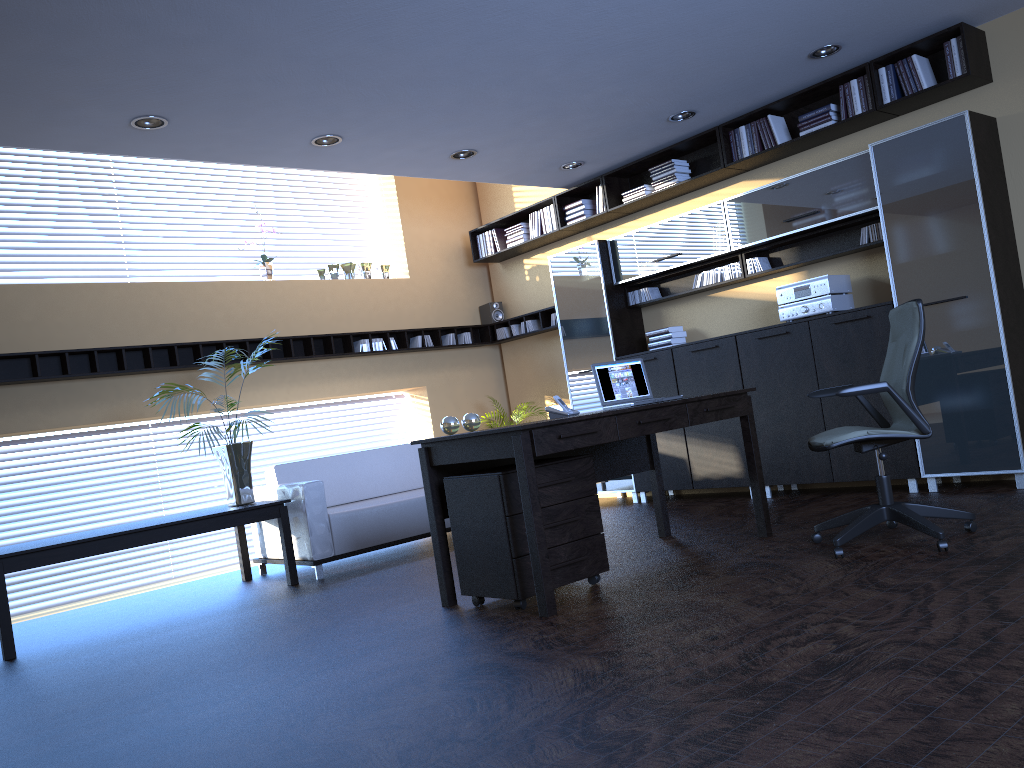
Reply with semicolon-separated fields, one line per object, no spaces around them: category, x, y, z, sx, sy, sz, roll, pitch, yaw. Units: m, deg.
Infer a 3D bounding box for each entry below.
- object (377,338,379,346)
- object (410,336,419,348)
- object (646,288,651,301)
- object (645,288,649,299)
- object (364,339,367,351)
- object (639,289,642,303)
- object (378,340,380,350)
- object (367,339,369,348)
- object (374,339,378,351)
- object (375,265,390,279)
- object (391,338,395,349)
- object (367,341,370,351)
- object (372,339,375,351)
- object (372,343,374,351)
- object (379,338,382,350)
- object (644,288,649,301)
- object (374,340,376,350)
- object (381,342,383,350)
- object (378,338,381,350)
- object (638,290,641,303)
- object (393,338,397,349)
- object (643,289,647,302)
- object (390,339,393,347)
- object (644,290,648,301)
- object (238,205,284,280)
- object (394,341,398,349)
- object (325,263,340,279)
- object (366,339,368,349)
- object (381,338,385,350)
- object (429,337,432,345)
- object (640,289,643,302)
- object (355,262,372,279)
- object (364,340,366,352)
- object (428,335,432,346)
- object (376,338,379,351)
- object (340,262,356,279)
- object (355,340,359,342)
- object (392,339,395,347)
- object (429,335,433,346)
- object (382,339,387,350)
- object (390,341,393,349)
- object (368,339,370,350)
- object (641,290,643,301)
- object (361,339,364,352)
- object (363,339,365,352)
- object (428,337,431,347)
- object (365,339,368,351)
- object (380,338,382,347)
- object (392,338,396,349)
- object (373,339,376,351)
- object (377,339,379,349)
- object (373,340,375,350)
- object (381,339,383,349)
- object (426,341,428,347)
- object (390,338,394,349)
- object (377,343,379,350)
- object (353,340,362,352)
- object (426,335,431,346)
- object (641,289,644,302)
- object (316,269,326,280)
object;-1.352;-0.379;8.747;0.009;0.120;0.142;-8;-2;-41
object;-1.000;-0.420;9.056;0.040;0.118;0.142;-8;-2;-41
object;1.271;-0.813;7.993;0.142;0.120;0.030;-7;-1;-41
object;1.269;-0.812;8.005;0.142;0.120;0.030;-7;-1;-41
object;-1.463;-0.365;8.650;0.009;0.120;0.142;-8;-2;-41
object;1.213;-0.801;8.064;0.142;0.120;0.009;-7;-1;-41
object;-1.351;-0.379;8.746;0.006;0.118;0.140;-8;-2;-41
object;-1.442;-0.368;8.671;0.006;0.118;0.140;-8;-2;-41
object;-1.374;-0.376;8.725;0.009;0.120;0.142;-8;-2;-41
object;-1.323;-1.142;9.137;0.124;0.149;0.118;-8;-2;-41
object;-1.227;-0.393;8.860;0.030;0.120;0.142;-8;-2;-41
object;-1.442;-0.367;8.673;0.009;0.120;0.142;-8;-2;-41
object;-1.400;-0.373;8.707;0.009;0.120;0.142;-8;-2;-41
object;-1.408;-0.372;8.702;0.009;0.120;0.142;-8;-2;-41
object;-1.336;-0.381;8.759;0.009;0.120;0.142;-8;-2;-41
object;1.259;-0.810;8.011;0.142;0.120;0.030;-7;-1;-41
object;-1.385;-0.374;8.722;0.006;0.118;0.140;-8;-2;-41
object;-1.326;-0.381;8.779;0.009;0.120;0.142;-8;-2;-41
object;-1.345;-0.379;8.754;0.009;0.120;0.142;-8;-2;-41
object;1.208;-0.800;8.074;0.142;0.120;0.009;-7;-1;-41
object;-1.207;-0.395;8.876;0.040;0.118;0.142;-8;-2;-41
object;1.241;-0.807;8.036;0.142;0.120;0.009;-7;-1;-41
object;-1.238;-0.392;8.842;0.026;0.117;0.140;-8;-2;-41
object;1.252;-0.809;8.017;0.140;0.117;0.026;-7;-1;-41
object;-2.307;-1.298;8.320;0.352;0.695;0.436;-9;-1;28
object;-1.206;-0.395;8.875;0.036;0.116;0.140;-8;-2;-41
object;-1.762;-1.094;8.752;0.132;0.159;0.126;-8;-1;-21
object;-1.452;-0.366;8.669;0.009;0.120;0.142;-8;-2;-42
object;-1.307;-0.382;8.793;0.041;0.122;0.142;-8;-2;-41
object;-0.883;-0.435;9.153;0.026;0.117;0.140;-8;-2;-41
object;1.219;-0.803;8.057;0.142;0.120;0.009;-7;-1;-41
object;-1.496;-1.133;8.987;0.137;0.173;0.144;-10;-2;39
object;-1.470;-0.364;8.643;0.009;0.120;0.142;-8;-2;-41
object;-0.886;-0.434;9.156;0.030;0.120;0.142;-8;-2;-41
object;-1.365;-0.377;8.730;0.009;0.120;0.142;-8;-2;-41
object;-1.631;-1.117;8.873;0.137;0.173;0.144;-9;-1;9
object;-1.506;-0.358;8.617;0.041;0.122;0.142;-8;-2;-42
object;-1.221;-0.394;8.869;0.030;0.120;0.142;-8;-2;-42
object;-0.875;-0.435;9.167;0.040;0.118;0.142;-8;-2;-41
object;-1.305;-0.383;8.791;0.040;0.118;0.142;-8;-2;-41
object;-1.240;-0.392;8.843;0.030;0.120;0.142;-8;-2;-41
object;-1.435;-0.368;8.679;0.006;0.118;0.140;-8;-2;-41
object;1.225;-0.804;8.048;0.140;0.118;0.006;-7;-1;-41
object;-1.485;-0.362;8.629;0.009;0.120;0.142;-8;-2;-41
object;-1.478;-0.363;8.636;0.009;0.120;0.142;-8;-2;-41
object;-0.893;-0.434;9.149;0.030;0.120;0.142;-8;-2;-41
object;-1.456;-0.366;8.657;0.006;0.118;0.140;-8;-2;-41
object;-1.332;-0.381;8.770;0.009;0.120;0.142;-8;-2;-41
object;-1.219;-0.394;8.867;0.026;0.117;0.140;-8;-2;-42
object;-1.387;-0.374;8.724;0.009;0.120;0.142;-8;-2;-41
object;-1.358;-0.378;8.739;0.006;0.118;0.140;-8;-2;-41
object;-1.394;-0.373;8.718;0.006;0.118;0.140;-8;-2;-41
object;-1.324;-0.382;8.777;0.006;0.118;0.140;-8;-2;-41
object;-0.912;-0.431;9.138;0.030;0.124;0.142;-8;-2;-41
object;-1.232;-0.393;8.850;0.030;0.120;0.142;-8;-2;-41
object;-1.360;-0.378;8.741;0.009;0.120;0.142;-8;-2;-41
object;-1.504;-0.359;8.615;0.040;0.118;0.142;-8;-2;-41
object;-0.899;-0.433;9.139;0.030;0.120;0.142;-8;-2;-41
object;1.232;-0.805;8.041;0.142;0.120;0.009;-7;-1;-41
object;-1.857;-1.059;8.666;0.089;0.113;0.094;-9;-1;-6
